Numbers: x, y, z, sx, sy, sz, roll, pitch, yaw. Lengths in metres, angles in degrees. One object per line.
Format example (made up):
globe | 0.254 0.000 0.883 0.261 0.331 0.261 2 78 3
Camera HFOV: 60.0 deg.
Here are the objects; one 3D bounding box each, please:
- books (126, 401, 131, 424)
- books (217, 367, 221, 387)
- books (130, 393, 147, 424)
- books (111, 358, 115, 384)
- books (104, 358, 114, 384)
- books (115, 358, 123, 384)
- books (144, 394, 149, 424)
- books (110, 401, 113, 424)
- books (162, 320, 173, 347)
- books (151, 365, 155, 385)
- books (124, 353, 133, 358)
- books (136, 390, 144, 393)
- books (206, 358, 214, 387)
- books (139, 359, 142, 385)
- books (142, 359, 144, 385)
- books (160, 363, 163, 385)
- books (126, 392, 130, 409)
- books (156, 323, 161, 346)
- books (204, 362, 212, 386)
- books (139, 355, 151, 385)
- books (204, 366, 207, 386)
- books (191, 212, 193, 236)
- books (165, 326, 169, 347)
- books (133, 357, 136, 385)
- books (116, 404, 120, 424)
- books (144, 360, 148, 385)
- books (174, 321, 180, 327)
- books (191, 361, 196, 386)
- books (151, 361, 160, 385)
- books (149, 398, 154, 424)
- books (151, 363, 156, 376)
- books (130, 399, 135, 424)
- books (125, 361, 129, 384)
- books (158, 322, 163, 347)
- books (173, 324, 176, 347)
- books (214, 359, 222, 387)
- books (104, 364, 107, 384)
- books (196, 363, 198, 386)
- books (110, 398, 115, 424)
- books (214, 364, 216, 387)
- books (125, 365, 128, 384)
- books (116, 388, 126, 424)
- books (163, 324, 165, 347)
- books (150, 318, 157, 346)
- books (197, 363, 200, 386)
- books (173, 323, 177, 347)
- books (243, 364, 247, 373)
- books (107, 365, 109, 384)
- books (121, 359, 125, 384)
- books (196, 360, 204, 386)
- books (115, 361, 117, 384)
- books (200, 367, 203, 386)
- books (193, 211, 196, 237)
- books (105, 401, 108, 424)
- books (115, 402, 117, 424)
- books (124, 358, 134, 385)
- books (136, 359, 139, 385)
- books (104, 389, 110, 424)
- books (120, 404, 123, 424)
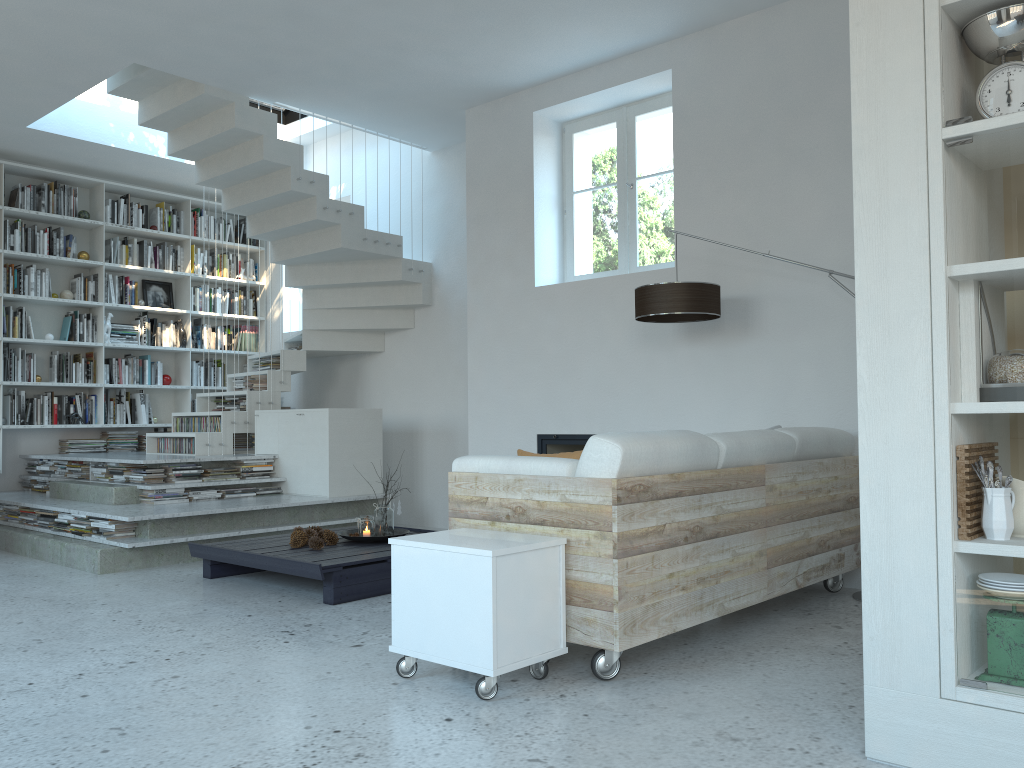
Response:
books | -3.650 0.270 8.348 0.184 0.217 0.052 -2 -2 42
books | -3.024 -0.067 9.057 0.174 0.205 0.021 -2 -2 42
books | -3.553 0.234 8.401 0.255 0.291 0.075 -2 -2 42
books | -3.743 -0.113 8.269 0.143 0.247 0.024 -2 -2 42
books | -3.758 -0.113 8.234 0.177 0.244 0.047 -2 -2 42
books | -3.700 -0.113 8.289 0.185 0.246 0.045 -2 -2 42
books | -3.527 0.239 8.483 0.160 0.287 0.025 -2 -2 42
books | -3.754 0.268 8.245 0.163 0.214 0.023 -2 -2 42
books | -3.373 -0.480 8.675 0.191 0.271 0.021 -2 -2 42
books | -3.496 -0.082 8.528 0.189 0.200 0.030 -2 -2 42
books | -3.628 -0.136 8.389 0.147 0.299 0.013 -2 -2 42
books | -3.556 0.220 8.484 0.136 0.326 0.012 -2 -2 42
books | -3.076 -0.113 9.027 0.141 0.297 0.013 -2 -2 42
books | -3.569 -0.109 8.435 0.177 0.249 0.014 -2 -2 42
books | -3.563 -0.110 8.481 0.161 0.254 0.012 -2 -2 42
books | -3.442 -0.091 8.601 0.170 0.223 0.027 -2 -2 42
books | -3.647 0.228 8.387 0.131 0.304 0.010 -2 -2 42
books | -3.457 -0.468 8.601 0.147 0.242 0.031 -2 -2 42
books | -3.096 -0.092 8.961 0.184 0.248 0.027 -2 -2 42
books | -3.519 -0.128 8.498 0.181 0.290 0.026 -2 -2 42
books | -3.132 -0.071 8.958 0.149 0.208 0.025 -2 -2 42
books | -3.248 -1.577 8.881 0.160 0.275 0.022 -2 -2 42
books | -3.406 -0.450 8.673 0.155 0.213 0.025 -2 -2 42
books | -3.607 -0.117 8.386 0.186 0.262 0.012 -2 -2 42
books | -3.711 0.283 8.295 0.140 0.188 0.030 -2 -2 42
books | -3.532 -0.105 8.477 0.189 0.244 0.023 -2 -2 42
books | -3.304 -0.481 8.802 0.138 0.283 0.029 -2 -2 42
books | -3.211 -0.097 8.847 0.175 0.252 0.024 -2 -2 42
books | -3.459 -0.097 8.581 0.181 0.235 0.025 -2 -2 42
books | -3.505 0.248 8.521 0.148 0.274 0.062 -2 -2 42
books | -3.486 -0.089 8.563 0.139 0.218 0.037 -2 -2 42
books | -3.619 0.260 8.389 0.171 0.239 0.031 -2 -2 42
books | -3.656 -0.102 8.359 0.179 0.229 0.012 -2 -2 42
books | -3.450 -0.470 8.637 0.133 0.250 0.031 -2 -2 42
books | -3.354 -0.463 8.700 0.176 0.239 0.041 -2 -2 42
books | -3.020 -0.106 9.075 0.161 0.284 0.011 -2 -2 42
books | -3.794 -0.085 8.201 0.159 0.186 0.023 -2 -2 42
books | -3.197 -0.088 8.874 0.153 0.236 0.037 -2 -2 42
books | -3.734 0.254 8.252 0.156 0.243 0.015 -2 -2 42
books | -3.062 -0.080 9.032 0.172 0.230 0.014 -2 -2 42
books | -3.662 -0.079 8.337 0.186 0.181 0.027 -2 -2 42
books | -3.673 0.211 8.325 0.168 0.333 0.014 -2 -2 42
books | -3.429 -0.462 8.658 0.129 0.235 0.028 -2 -2 42
books | -3.490 -0.489 8.557 0.167 0.282 0.059 -2 -2 42
books | -3.178 -0.090 8.897 0.151 0.242 0.022 -2 -2 42
books | -3.343 -0.469 8.734 0.145 0.254 0.024 -2 -2 42
books | -2.789 -0.081 9.350 0.161 0.254 0.012 -2 -2 42
books | -3.778 -0.084 8.216 0.162 0.184 0.022 -2 -2 42
books | -3.689 -0.108 8.326 0.177 0.239 0.026 -2 -2 42
books | -3.154 -0.101 8.945 0.133 0.267 0.024 -2 -2 42
books | -3.722 -0.101 8.273 0.163 0.223 0.011 -2 -2 42
books | -3.157 -0.070 8.912 0.172 0.201 0.029 -2 -2 42
books | -3.217 -1.582 8.910 0.150 0.286 0.013 -2 -2 42
books | -3.790 0.268 8.222 0.140 0.213 0.033 -2 -2 42
books | -3.729 0.271 8.274 0.137 0.210 0.025 -2 -2 42
books | -3.626 -0.115 8.359 0.191 0.255 0.028 -2 -2 42
books | -3.597 -0.108 8.433 0.165 0.246 0.026 -2 -2 42
books | -3.775 0.212 8.240 0.130 0.327 0.013 -2 -2 42
books | -3.688 0.285 8.310 0.149 0.185 0.024 -2 -2 42
